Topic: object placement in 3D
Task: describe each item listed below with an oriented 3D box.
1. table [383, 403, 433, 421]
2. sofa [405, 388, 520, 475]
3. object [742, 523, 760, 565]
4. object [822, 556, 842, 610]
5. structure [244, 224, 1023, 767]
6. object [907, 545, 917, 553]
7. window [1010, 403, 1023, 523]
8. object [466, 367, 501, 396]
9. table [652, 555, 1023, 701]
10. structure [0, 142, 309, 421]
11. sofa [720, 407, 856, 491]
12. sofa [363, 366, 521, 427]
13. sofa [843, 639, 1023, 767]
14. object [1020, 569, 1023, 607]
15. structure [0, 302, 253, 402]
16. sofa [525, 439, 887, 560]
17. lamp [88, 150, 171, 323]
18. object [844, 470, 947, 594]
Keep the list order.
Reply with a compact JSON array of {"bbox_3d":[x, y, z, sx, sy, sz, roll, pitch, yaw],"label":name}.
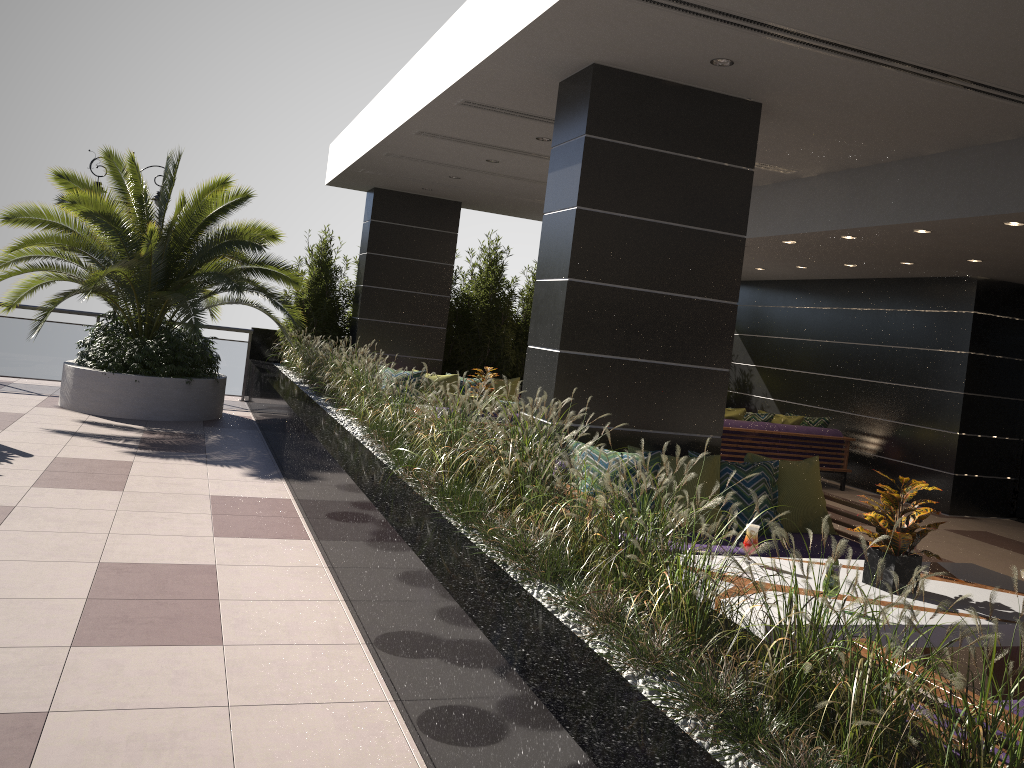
[{"bbox_3d":[-0.370,0.609,9.711,2.032,0.553,0.945,6,3,-20],"label":"table"},{"bbox_3d":[0.104,0.558,8.484,2.121,0.919,1.123,6,2,-20],"label":"sofa"},{"bbox_3d":[1.132,0.759,4.194,0.068,0.181,0.069,7,1,-37],"label":"object"},{"bbox_3d":[1.296,0.801,3.588,0.068,0.211,0.069,7,0,-37],"label":"object"},{"bbox_3d":[3.874,0.210,3.444,7.798,3.120,24.811,6,4,-20],"label":"structure"},{"bbox_3d":[2.022,0.844,4.483,0.084,0.189,0.067,7,0,5],"label":"object"},{"bbox_3d":[6.334,0.315,9.570,0.108,2.761,1.832,7,1,-20],"label":"window"},{"bbox_3d":[-0.308,0.073,9.712,0.430,0.526,0.425,7,1,-3],"label":"object"},{"bbox_3d":[1.686,1.205,4.038,2.032,0.553,0.944,6,3,-20],"label":"table"},{"bbox_3d":[-4.409,-1.330,10.845,3.761,3.302,3.795,8,2,22],"label":"structure"},{"bbox_3d":[3.111,0.750,11.280,2.121,0.919,1.123,6,2,-20],"label":"sofa"},{"bbox_3d":[-0.771,0.304,10.896,2.121,0.919,1.123,6,2,-20],"label":"sofa"},{"bbox_3d":[2.208,1.169,2.676,2.121,0.919,1.123,6,2,-20],"label":"sofa"},{"bbox_3d":[2.352,0.910,4.003,0.106,0.197,0.106,7,1,8],"label":"object"},{"bbox_3d":[-6.673,0.019,2.727,12.887,1.058,17.562,6,4,-20],"label":"structure"},{"bbox_3d":[1.205,0.877,5.445,2.121,0.919,1.123,6,2,-20],"label":"sofa"},{"bbox_3d":[-5.411,-1.551,12.197,1.119,3.327,0.264,7,0,-20],"label":"lamp"},{"bbox_3d":[1.755,0.671,4.030,0.429,0.526,0.426,7,1,-8],"label":"object"}]
